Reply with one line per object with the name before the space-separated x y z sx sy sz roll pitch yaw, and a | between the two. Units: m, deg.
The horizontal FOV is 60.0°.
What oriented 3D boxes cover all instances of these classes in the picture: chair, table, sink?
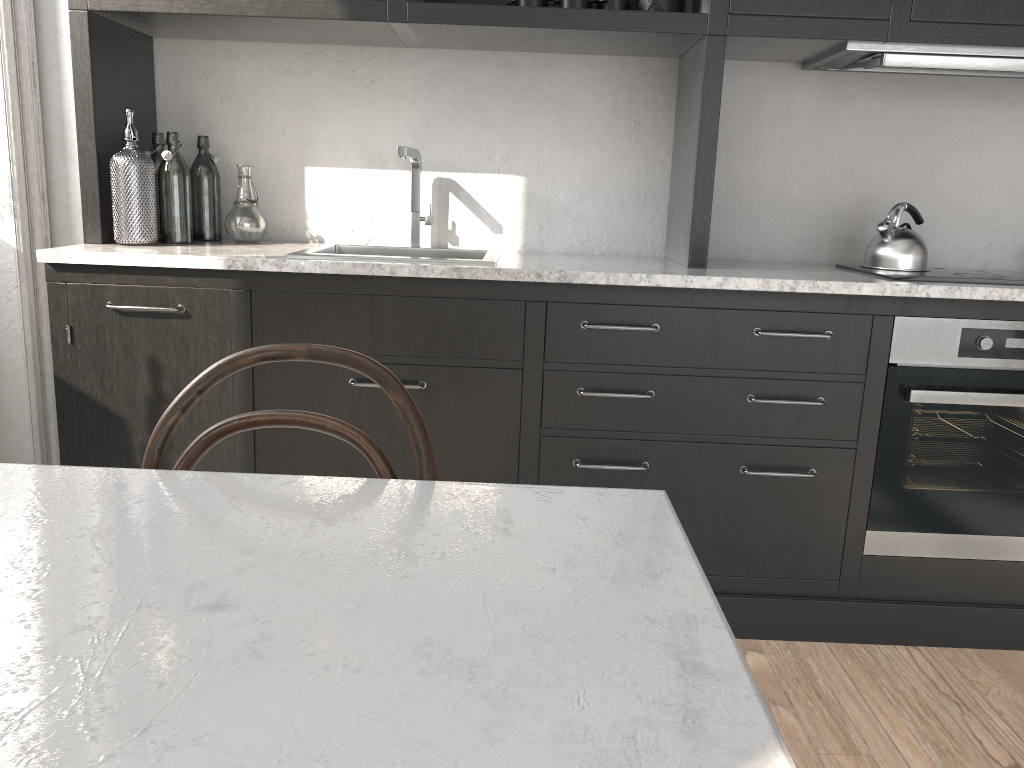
chair | -0.331 0.449 1.030 0.438 0.922 0.548 5 13 12
table | -0.391 0.720 0.096 1.100 0.781 2.196 2 12 0
sink | -0.297 -0.396 2.447 0.526 0.505 0.513 2 12 0

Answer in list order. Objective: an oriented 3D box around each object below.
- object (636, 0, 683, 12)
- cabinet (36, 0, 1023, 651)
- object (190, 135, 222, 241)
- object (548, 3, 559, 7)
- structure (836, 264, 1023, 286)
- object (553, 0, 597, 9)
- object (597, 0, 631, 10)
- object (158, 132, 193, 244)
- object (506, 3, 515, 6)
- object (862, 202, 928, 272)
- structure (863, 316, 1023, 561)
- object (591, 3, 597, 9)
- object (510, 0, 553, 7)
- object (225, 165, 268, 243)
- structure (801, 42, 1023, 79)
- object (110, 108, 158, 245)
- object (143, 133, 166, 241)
object | 0.394 -1.048 2.320 0.129 0.192 0.124 9 14 27
cabinet | 0.498 -1.146 2.239 3.250 3.590 0.634 2 13 0
object | -0.906 -0.576 2.617 0.086 0.302 0.086 -10 17 -43
object | 0.121 -1.015 2.427 0.104 0.059 0.088 9 14 28
structure | 1.252 -0.294 2.418 0.592 0.011 0.427 2 12 0
object | 0.163 -0.984 2.292 0.104 0.059 0.088 -2 13 -21
object | 0.264 -0.984 2.312 0.088 0.059 0.104 4 12 9
object | -0.936 -0.543 2.462 0.086 0.302 0.086 -1 13 -14
object | 0.023 -1.019 2.431 0.088 0.059 0.104 2 12 -1
object | 1.086 -0.417 2.492 0.171 0.186 0.170 5 13 11
structure | 1.237 0.094 2.498 0.622 0.624 0.617 2 12 0
object | 0.227 -1.011 2.430 0.104 0.059 0.088 -7 15 -35
object | 0.051 -0.990 2.300 0.104 0.059 0.088 0 13 -11
object | -0.782 -0.529 2.605 0.120 0.220 0.132 2 13 0
structure | 1.270 -0.891 2.417 0.843 0.123 0.378 2 12 0
object | -1.001 -0.547 2.340 0.109 0.350 0.108 -2 13 -18
object | -1.013 -0.567 2.555 0.086 0.302 0.086 6 13 14
